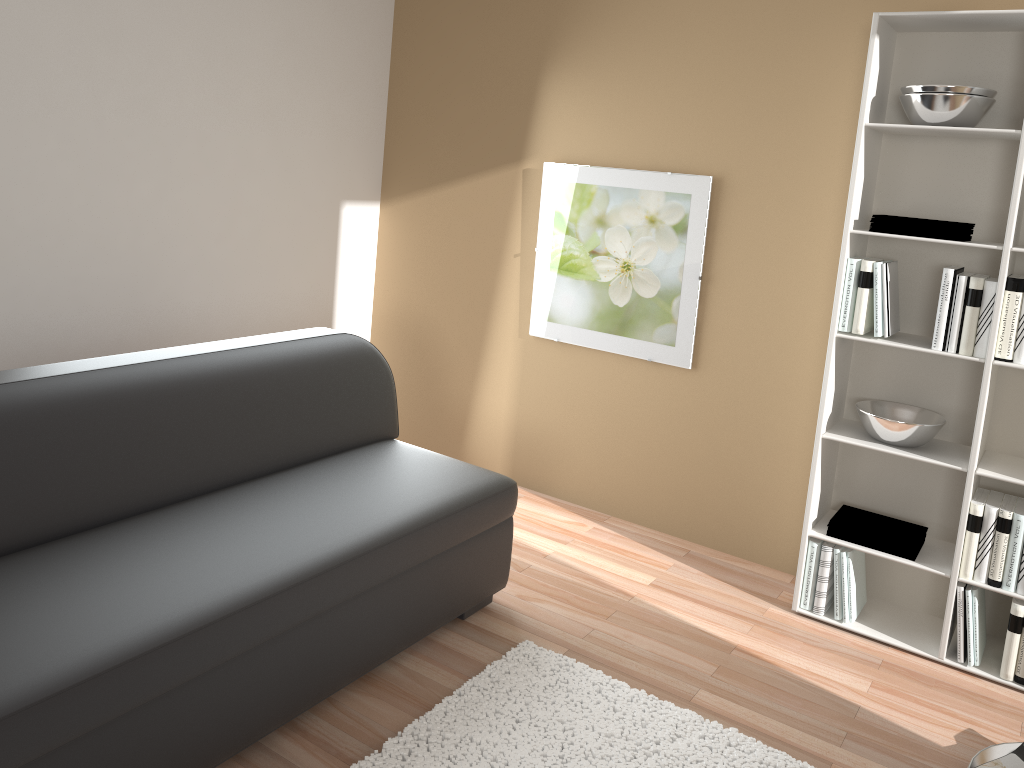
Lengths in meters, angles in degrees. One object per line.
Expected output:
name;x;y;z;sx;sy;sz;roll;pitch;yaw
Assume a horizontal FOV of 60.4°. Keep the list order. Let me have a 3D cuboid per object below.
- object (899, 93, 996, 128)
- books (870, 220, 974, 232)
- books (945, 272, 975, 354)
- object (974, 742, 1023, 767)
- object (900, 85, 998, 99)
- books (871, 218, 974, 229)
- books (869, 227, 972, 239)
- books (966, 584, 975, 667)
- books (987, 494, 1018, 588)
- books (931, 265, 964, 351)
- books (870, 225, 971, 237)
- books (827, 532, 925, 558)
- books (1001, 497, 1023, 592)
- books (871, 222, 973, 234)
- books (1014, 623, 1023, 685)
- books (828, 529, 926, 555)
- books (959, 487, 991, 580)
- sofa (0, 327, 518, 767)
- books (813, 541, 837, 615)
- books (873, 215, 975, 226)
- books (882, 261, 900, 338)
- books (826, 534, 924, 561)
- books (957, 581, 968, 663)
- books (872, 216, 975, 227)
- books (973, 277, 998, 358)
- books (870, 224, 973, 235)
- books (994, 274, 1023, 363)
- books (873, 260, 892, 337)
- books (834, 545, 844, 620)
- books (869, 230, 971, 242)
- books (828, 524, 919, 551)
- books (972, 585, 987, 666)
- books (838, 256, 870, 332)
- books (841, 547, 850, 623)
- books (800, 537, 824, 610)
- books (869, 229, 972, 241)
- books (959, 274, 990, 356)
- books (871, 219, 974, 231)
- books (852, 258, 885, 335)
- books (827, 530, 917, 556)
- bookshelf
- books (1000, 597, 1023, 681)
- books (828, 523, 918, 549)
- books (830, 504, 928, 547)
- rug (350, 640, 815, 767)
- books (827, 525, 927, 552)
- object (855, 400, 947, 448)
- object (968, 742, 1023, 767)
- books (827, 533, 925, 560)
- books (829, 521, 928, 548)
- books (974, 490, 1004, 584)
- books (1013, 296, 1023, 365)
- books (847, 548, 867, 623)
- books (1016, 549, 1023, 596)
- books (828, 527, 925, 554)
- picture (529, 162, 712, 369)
object;1.477;-0.921;3.005;0.299;0.105;0.305;5;13;-2
books;1.417;-0.547;3.043;0.301;0.006;0.212;14;17;33
books;1.520;-0.244;2.980;0.041;0.254;0.209;10;11;32
object;1.461;1.076;2.179;0.343;0.095;0.510;-2;15;-27
object;1.479;-0.948;3.002;0.299;0.105;0.305;5;13;-2
books;1.421;-0.558;3.046;0.300;0.007;0.212;14;16;32
books;1.416;-0.525;3.047;0.300;0.006;0.212;14;16;32
books;1.568;0.793;2.994;0.058;0.253;0.209;10;11;32
books;1.639;0.521;2.940;0.041;0.254;0.209;10;11;32
books;1.487;-0.262;3.002;0.041;0.271;0.209;10;11;32
books;1.415;-0.531;3.048;0.300;0.006;0.212;13;16;30
books;1.316;0.548;3.182;0.300;0.006;0.212;14;16;32
books;1.674;0.529;2.918;0.041;0.254;0.209;10;11;32
books;1.419;-0.541;3.044;0.300;0.006;0.212;14;16;32
books;1.707;0.826;2.906;0.041;0.254;0.209;10;11;32
books;1.319;0.538;3.179;0.300;0.006;0.212;14;16;32
books;1.568;0.504;2.981;0.041;0.254;0.209;10;11;32
sofa;-0.941;0.431;2.419;0.962;0.820;2.281;12;15;32
books;1.175;0.692;3.255;0.041;0.254;0.209;10;11;32
books;1.423;-0.567;3.040;0.300;0.006;0.212;14;16;32
books;1.337;-0.302;3.106;0.058;0.253;0.209;10;11;32
books;1.314;0.559;3.182;0.300;0.007;0.212;14;16;32
books;1.549;0.785;3.011;0.060;0.255;0.209;10;11;32
books;1.421;-0.562;3.040;0.300;0.007;0.212;14;16;32
books;1.590;-0.224;2.936;0.041;0.247;0.209;10;11;32
books;1.418;-0.536;3.045;0.300;0.006;0.212;14;16;32
books;1.651;-0.221;2.907;0.054;0.268;0.209;10;11;32
books;1.311;-0.305;3.109;0.060;0.255;0.209;10;11;32
books;1.218;0.700;3.229;0.060;0.255;0.209;10;11;32
books;1.413;-0.515;3.048;0.300;0.007;0.212;14;16;32
books;1.321;0.521;3.181;0.300;0.007;0.212;14;16;32
books;1.592;0.792;2.997;0.058;0.253;0.209;10;11;32
books;1.233;-0.326;3.164;0.041;0.254;0.209;10;11;32
books;1.237;0.708;3.212;0.058;0.253;0.209;10;11;32
books;1.139;0.681;3.285;0.041;0.254;0.209;10;11;32
books;1.415;-0.520;3.048;0.300;0.006;0.212;14;16;32
books;1.552;-0.235;2.953;0.041;0.254;0.209;10;11;32
books;1.421;-0.553;3.046;0.300;0.007;0.212;14;16;32
books;1.269;-0.315;3.134;0.041;0.254;0.209;10;11;32
books;1.315;0.542;3.182;0.300;0.006;0.212;13;16;30
bookshelf;1.644;-0.129;2.954;1.050;2.107;0.335;11;9;33
books;1.671;0.818;2.924;0.041;0.254;0.209;10;11;32
books;1.322;0.516;3.180;0.300;0.007;0.212;14;16;32
books;1.324;0.506;3.174;0.300;0.006;0.212;14;16;32
rug;0.063;1.135;1.613;1.465;0.044;2.045;14;16;31
books;1.317;0.527;3.178;0.301;0.006;0.212;14;17;33
object;1.377;0.152;3.140;0.299;0.105;0.305;5;13;-2
object;1.446;1.105;2.174;0.586;0.062;0.596;7;14;8
books;1.316;0.554;3.182;0.300;0.006;0.212;14;16;32
books;1.322;0.511;3.174;0.300;0.007;0.212;14;16;32
books;1.606;0.511;2.964;0.041;0.254;0.209;10;11;32
books;1.691;-0.213;2.882;0.041;0.271;0.209;10;11;32
books;1.260;0.708;3.216;0.058;0.253;0.209;10;11;32
books;1.709;0.538;2.895;0.041;0.254;0.209;10;11;32
books;1.319;0.532;3.179;0.300;0.006;0.212;14;16;32
picture;0.451;-0.543;3.891;0.825;0.803;0.019;12;10;33
